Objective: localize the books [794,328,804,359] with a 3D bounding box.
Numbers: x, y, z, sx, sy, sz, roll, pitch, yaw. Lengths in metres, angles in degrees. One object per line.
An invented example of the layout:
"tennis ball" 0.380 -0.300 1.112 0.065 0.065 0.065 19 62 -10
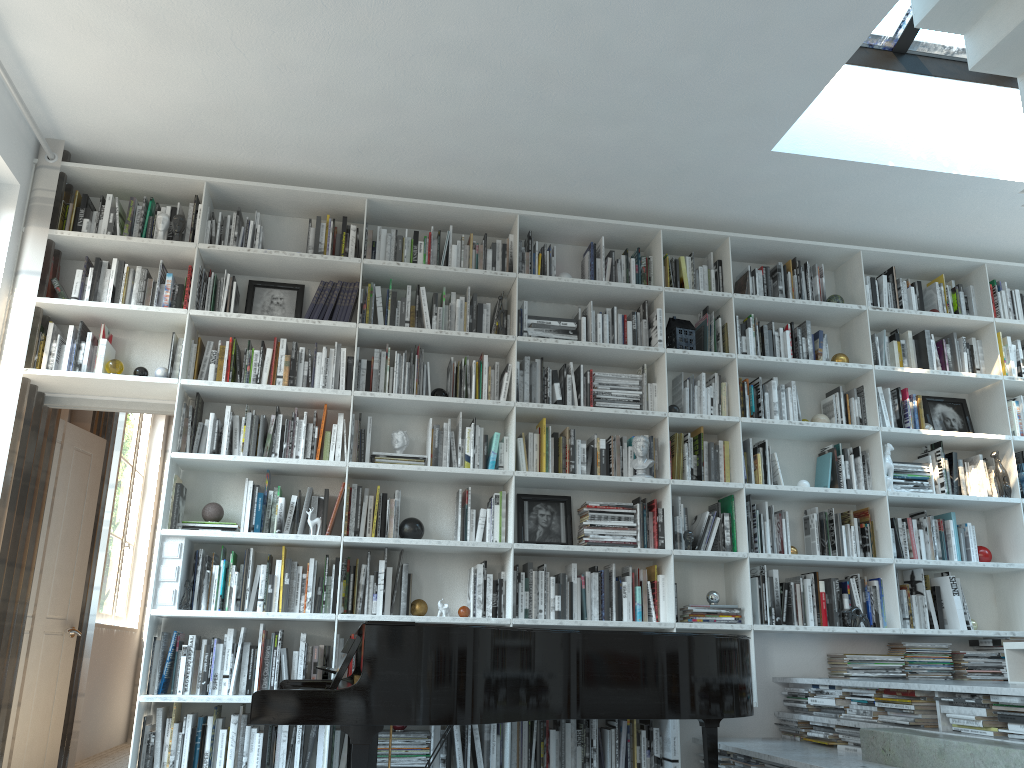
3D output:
"books" 1.669 -0.191 5.266 0.030 0.237 0.186 4 -17 -10

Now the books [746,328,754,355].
"books" 1.365 -0.201 5.201 0.026 0.207 0.181 4 -17 -10

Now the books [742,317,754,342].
"books" 1.381 -0.231 5.230 0.011 0.282 0.173 4 -17 -10

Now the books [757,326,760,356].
"books" 1.416 -0.205 5.232 0.012 0.235 0.166 4 -17 -10

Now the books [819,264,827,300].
"books" 1.869 -0.560 5.415 0.006 0.305 0.164 4 -17 -10

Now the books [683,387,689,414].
"books" 0.961 0.133 5.028 0.028 0.185 0.182 4 -17 -10

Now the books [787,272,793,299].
"books" 1.650 -0.541 5.365 0.018 0.230 0.160 4 -17 -10

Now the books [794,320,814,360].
"books" 1.727 -0.212 5.275 0.029 0.284 0.184 4 -17 -10

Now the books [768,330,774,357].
"books" 1.504 -0.190 5.256 0.028 0.222 0.142 4 -17 -10

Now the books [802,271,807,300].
"books" 1.748 -0.541 5.395 0.024 0.251 0.150 4 -17 -10

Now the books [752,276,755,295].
"books" 1.423 -0.531 5.329 0.009 0.183 0.160 4 -17 -10

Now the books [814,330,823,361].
"books" 1.797 -0.183 5.282 0.054 0.234 0.172 4 -17 -10

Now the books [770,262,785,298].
"books" 1.598 -0.570 5.377 0.024 0.291 0.168 4 -17 -10

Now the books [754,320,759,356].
"books" 1.407 -0.224 5.226 0.010 0.267 0.166 4 -17 -10

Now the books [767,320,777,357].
"books" 1.525 -0.218 5.265 0.013 0.283 0.155 4 -17 -10

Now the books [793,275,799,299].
"books" 1.675 -0.528 5.355 0.018 0.200 0.189 4 -17 -10

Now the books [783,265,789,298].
"books" 1.634 -0.562 5.389 0.007 0.284 0.160 4 -17 -10

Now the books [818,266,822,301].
"books" 1.831 -0.552 5.400 0.008 0.277 0.181 4 -17 -10

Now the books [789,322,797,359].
"books" 1.646 -0.210 5.287 0.012 0.284 0.160 4 -17 -10

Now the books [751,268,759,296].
"books" 1.436 -0.556 5.325 0.013 0.228 0.174 4 -17 -10

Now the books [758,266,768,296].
"books" 1.493 -0.560 5.352 0.030 0.254 0.161 4 -17 -10

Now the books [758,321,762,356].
"books" 1.444 -0.219 5.255 0.012 0.275 0.133 4 -17 -10

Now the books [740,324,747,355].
"books" 1.337 -0.215 5.218 0.026 0.242 0.148 4 -17 -10

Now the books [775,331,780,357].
"books" 1.543 -0.185 5.257 0.025 0.215 0.144 4 -17 -10

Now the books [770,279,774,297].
"books" 1.540 -0.520 5.370 0.031 0.190 0.133 4 -17 -10

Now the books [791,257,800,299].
"books" 1.693 -0.583 5.391 0.007 0.328 0.184 4 -17 -10

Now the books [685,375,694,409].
"books" 1.010 0.098 5.065 0.019 0.274 0.146 4 -17 -10

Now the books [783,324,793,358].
"books" 1.617 -0.206 5.266 0.012 0.264 0.157 4 -17 -10

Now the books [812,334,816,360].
"books" 1.753 -0.172 5.283 0.030 0.212 0.157 4 -17 -10

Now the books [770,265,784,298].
"books" 1.577 -0.562 5.346 0.028 0.257 0.185 4 -17 -10

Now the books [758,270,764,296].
"books" 1.464 -0.548 5.343 0.028 0.225 0.164 4 -17 -10

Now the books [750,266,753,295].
"books" 1.402 -0.561 5.334 0.011 0.243 0.173 4 -17 -10

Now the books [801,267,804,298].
"books" 1.732 -0.552 5.396 0.008 0.274 0.163 4 -17 -10

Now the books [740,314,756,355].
"books" 1.395 -0.243 5.230 0.014 0.306 0.153 4 -17 -10

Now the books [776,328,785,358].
"books" 1.569 -0.197 5.253 0.023 0.236 0.149 4 -17 -10

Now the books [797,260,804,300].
"books" 1.707 -0.573 5.373 0.015 0.298 0.184 4 -17 -10

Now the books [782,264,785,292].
"books" 1.616 -0.566 5.392 0.017 0.294 0.139 4 -17 -10

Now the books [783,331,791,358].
"books" 1.593 -0.186 5.239 0.021 0.208 0.181 4 -17 -10

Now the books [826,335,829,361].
"books" 1.850 -0.168 5.317 0.026 0.228 0.141 4 -17 -10

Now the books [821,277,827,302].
"books" 1.858 -0.515 5.399 0.014 0.208 0.188 4 -17 -10

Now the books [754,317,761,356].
"books" 1.429 -0.231 5.249 0.021 0.295 0.139 4 -17 -10

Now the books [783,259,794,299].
"books" 1.661 -0.577 5.384 0.006 0.311 0.179 4 -17 -10

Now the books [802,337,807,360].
"books" 1.696 -0.161 5.267 0.027 0.181 0.176 4 -17 -10

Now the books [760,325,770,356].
"books" 1.467 -0.208 5.231 0.027 0.240 0.160 4 -17 -10

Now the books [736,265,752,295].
"books" 1.393 -0.565 5.324 0.009 0.243 0.173 4 -17 -10

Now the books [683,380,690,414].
"books" 0.977 0.113 5.059 0.024 0.242 0.160 4 -17 -10

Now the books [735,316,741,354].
"books" 1.298 -0.240 5.209 0.012 0.284 0.160 4 -17 -10

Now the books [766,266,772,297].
"books" 1.518 -0.558 5.358 0.021 0.255 0.169 4 -17 -10

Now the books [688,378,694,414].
"books" 0.995 0.109 5.058 0.028 0.249 0.165 4 -17 -10

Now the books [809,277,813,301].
"books" 1.788 -0.559 5.412 0.019 0.298 0.137 4 -17 -10

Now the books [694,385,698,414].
"books" 1.020 0.131 5.056 0.023 0.206 0.171 4 -17 -10

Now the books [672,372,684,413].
"books" 0.946 0.090 5.060 0.018 0.284 0.160 4 -17 -10

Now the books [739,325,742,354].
"books" 1.317 -0.213 5.220 0.012 0.239 0.139 4 -17 -10

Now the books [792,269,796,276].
"books" 1.685 -0.546 5.379 0.008 0.250 0.170 4 -17 -10

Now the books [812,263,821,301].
"books" 1.820 -0.559 5.406 0.013 0.296 0.189 4 -17 -10

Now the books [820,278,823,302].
"books" 1.841 -0.516 5.405 0.018 0.214 0.158 4 -17 -10

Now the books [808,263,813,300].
"books" 1.799 -0.564 5.434 0.008 0.320 0.134 4 -17 -10

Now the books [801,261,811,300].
"books" 1.765 -0.568 5.398 0.008 0.306 0.183 4 -17 -10

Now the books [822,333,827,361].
"books" 1.817 -0.170 5.292 0.048 0.216 0.183 4 -17 -10
